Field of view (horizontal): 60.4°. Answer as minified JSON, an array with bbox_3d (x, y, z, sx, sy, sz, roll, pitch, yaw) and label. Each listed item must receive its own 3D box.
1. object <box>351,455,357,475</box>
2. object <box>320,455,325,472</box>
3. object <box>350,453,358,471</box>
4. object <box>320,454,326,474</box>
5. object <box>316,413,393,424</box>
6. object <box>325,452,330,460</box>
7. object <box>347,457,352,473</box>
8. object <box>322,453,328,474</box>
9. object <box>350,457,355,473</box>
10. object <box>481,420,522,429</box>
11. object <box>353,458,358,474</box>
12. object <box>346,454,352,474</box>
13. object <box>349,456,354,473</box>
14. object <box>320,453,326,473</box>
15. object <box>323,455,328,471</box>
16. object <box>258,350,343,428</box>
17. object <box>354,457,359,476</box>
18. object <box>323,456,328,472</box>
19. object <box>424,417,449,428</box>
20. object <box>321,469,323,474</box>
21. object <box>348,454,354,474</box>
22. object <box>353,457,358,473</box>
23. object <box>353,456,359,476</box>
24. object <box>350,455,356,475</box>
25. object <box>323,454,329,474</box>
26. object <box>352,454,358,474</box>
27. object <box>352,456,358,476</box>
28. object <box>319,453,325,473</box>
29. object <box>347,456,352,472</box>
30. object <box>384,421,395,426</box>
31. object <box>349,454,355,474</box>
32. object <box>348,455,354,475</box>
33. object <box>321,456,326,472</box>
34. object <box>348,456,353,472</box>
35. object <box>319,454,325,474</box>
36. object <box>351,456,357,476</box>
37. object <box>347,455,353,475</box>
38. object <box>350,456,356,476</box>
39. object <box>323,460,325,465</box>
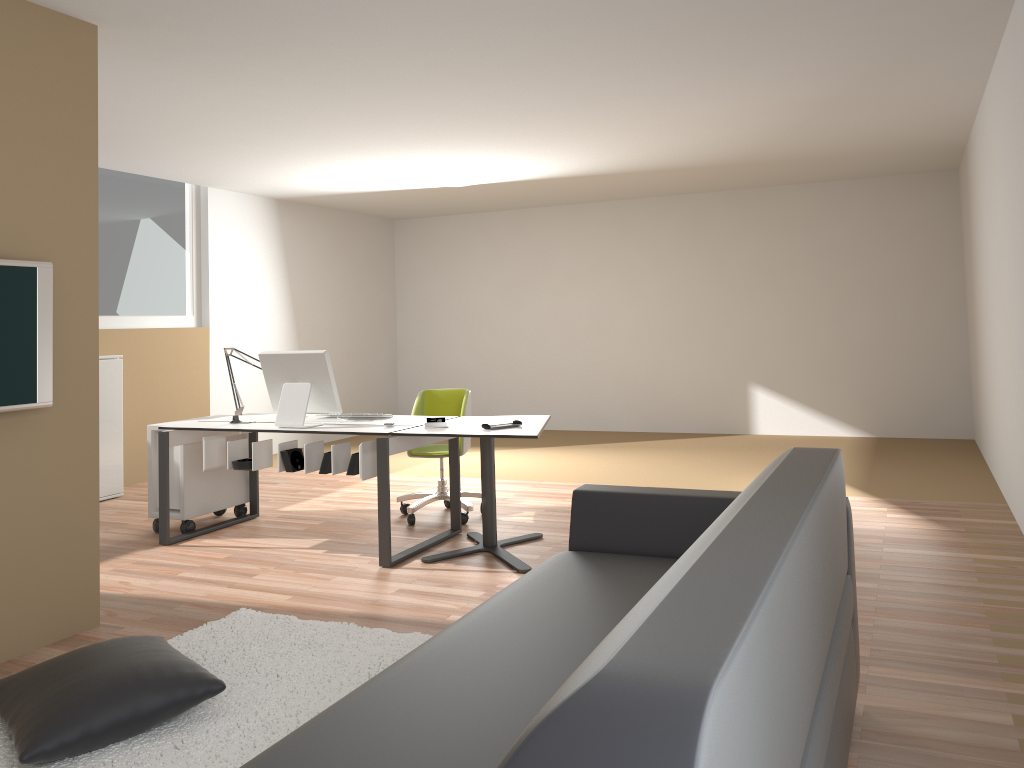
[{"bbox_3d":[-0.809,0.423,4.717,0.040,0.114,0.133,-3,0,25],"label":"object"},{"bbox_3d":[-0.993,0.423,4.800,0.040,0.114,0.133,-3,0,25],"label":"object"},{"bbox_3d":[-0.820,0.423,4.721,0.039,0.114,0.133,-3,0,25],"label":"object"},{"bbox_3d":[-0.989,0.423,4.798,0.040,0.114,0.133,-3,0,25],"label":"object"},{"bbox_3d":[-1.007,0.223,5.288,0.455,0.080,0.388,0,4,19],"label":"object"},{"bbox_3d":[-0.981,0.423,4.794,0.039,0.114,0.133,-3,0,25],"label":"object"},{"bbox_3d":[-0.834,0.423,4.728,0.040,0.114,0.133,-3,0,25],"label":"object"},{"bbox_3d":[-0.979,0.423,4.793,0.040,0.114,0.133,-3,0,25],"label":"object"},{"bbox_3d":[-0.817,0.423,4.720,0.040,0.114,0.133,-3,0,25],"label":"object"},{"bbox_3d":[-0.053,0.215,4.654,0.216,0.031,0.089,-4,4,-36],"label":"object"},{"bbox_3d":[-0.798,0.423,4.712,0.040,0.114,0.133,-3,0,25],"label":"object"},{"bbox_3d":[-0.838,0.423,4.730,0.040,0.114,0.133,-3,0,25],"label":"object"},{"bbox_3d":[-0.824,0.423,4.723,0.040,0.114,0.133,-3,0,25],"label":"object"},{"bbox_3d":[-0.991,0.423,4.799,0.040,0.114,0.133,-3,0,25],"label":"object"},{"bbox_3d":[-0.977,0.423,4.792,0.040,0.114,0.133,-3,0,25],"label":"object"},{"bbox_3d":[-1.213,0.024,5.023,0.465,0.434,0.197,-2,-2,24],"label":"object"},{"bbox_3d":[-0.794,0.423,4.710,0.040,0.114,0.133,-3,0,25],"label":"object"},{"bbox_3d":[-0.975,0.423,4.791,0.040,0.114,0.133,-3,0,25],"label":"object"},{"bbox_3d":[-0.408,0.207,4.759,0.130,0.056,0.049,-2,0,0],"label":"object"},{"bbox_3d":[-0.983,0.423,4.795,0.039,0.114,0.133,-3,0,25],"label":"object"},{"bbox_3d":[-0.828,0.423,4.725,0.040,0.114,0.133,-3,0,25],"label":"object"},{"bbox_3d":[-0.800,0.423,4.713,0.040,0.114,0.133,-3,0,25],"label":"object"},{"bbox_3d":[-0.796,0.423,4.711,0.040,0.114,0.133,-3,0,25],"label":"object"},{"bbox_3d":[-0.815,0.423,4.719,0.040,0.114,0.133,-3,0,25],"label":"object"},{"bbox_3d":[-0.972,0.423,4.790,0.040,0.114,0.133,-3,0,25],"label":"object"},{"bbox_3d":[-0.805,0.423,4.715,0.040,0.114,0.133,-3,0,25],"label":"object"},{"bbox_3d":[-0.801,0.423,4.713,0.039,0.114,0.133,-3,0,25],"label":"object"},{"bbox_3d":[-0.998,0.423,4.802,0.040,0.114,0.133,-3,0,25],"label":"object"},{"bbox_3d":[-0.836,0.423,4.729,0.040,0.114,0.133,-3,0,25],"label":"object"},{"bbox_3d":[-0.680,0.219,4.875,0.047,0.021,0.084,-2,3,4],"label":"object"},{"bbox_3d":[-0.821,0.423,4.722,0.040,0.114,0.133,-3,0,25],"label":"object"},{"bbox_3d":[-0.826,0.423,4.724,0.040,0.114,0.133,-3,0,25],"label":"object"},{"bbox_3d":[-0.987,0.423,4.797,0.040,0.114,0.133,-3,0,25],"label":"object"},{"bbox_3d":[-0.830,0.423,4.726,0.040,0.114,0.133,-3,0,25],"label":"object"},{"bbox_3d":[-0.996,0.423,4.801,0.040,0.114,0.133,-3,0,25],"label":"object"},{"bbox_3d":[-0.807,0.423,4.716,0.040,0.114,0.133,-3,0,25],"label":"object"},{"bbox_3d":[-0.832,0.423,4.727,0.040,0.114,0.133,-3,0,25],"label":"object"},{"bbox_3d":[-0.813,0.423,4.718,0.040,0.114,0.133,-3,0,25],"label":"object"},{"bbox_3d":[-0.985,0.423,4.796,0.039,0.114,0.133,-3,0,25],"label":"object"}]
